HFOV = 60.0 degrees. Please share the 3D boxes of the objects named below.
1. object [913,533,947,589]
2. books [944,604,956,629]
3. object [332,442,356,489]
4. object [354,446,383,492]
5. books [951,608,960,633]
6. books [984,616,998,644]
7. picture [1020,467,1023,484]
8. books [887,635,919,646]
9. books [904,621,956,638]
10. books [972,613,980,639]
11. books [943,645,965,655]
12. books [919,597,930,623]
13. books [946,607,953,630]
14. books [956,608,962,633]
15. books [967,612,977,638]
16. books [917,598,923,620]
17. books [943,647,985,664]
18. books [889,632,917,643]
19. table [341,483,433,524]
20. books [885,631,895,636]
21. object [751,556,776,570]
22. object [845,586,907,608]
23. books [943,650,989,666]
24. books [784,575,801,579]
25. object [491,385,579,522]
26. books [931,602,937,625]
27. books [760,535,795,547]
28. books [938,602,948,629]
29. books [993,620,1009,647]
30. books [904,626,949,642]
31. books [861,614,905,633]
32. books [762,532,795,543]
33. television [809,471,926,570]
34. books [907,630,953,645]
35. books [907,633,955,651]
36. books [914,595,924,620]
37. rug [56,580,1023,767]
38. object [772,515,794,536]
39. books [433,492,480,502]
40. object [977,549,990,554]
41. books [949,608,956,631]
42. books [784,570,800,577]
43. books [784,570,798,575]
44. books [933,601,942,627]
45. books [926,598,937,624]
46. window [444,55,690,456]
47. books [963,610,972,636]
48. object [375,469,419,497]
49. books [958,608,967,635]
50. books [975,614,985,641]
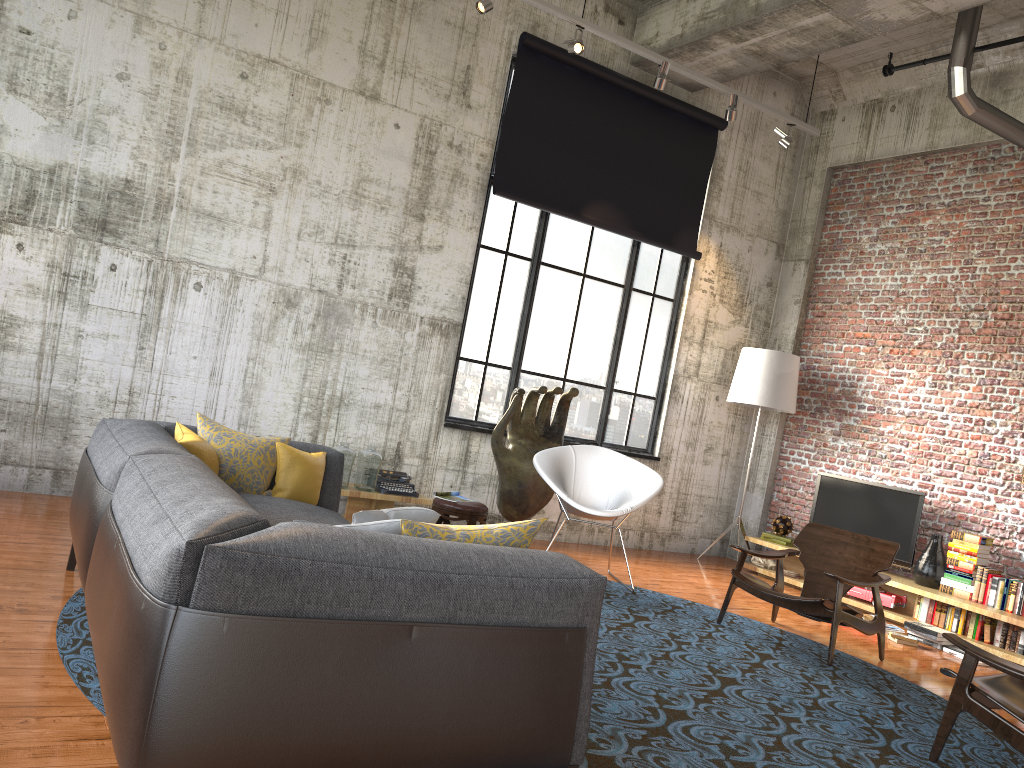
[{"bbox_3d":[3.643,1.529,7.676,0.268,0.456,0.268,11,0,0],"label":"object"},{"bbox_3d":[3.630,1.920,7.310,0.139,0.217,0.022,10,1,-31],"label":"books"},{"bbox_3d":[-1.348,0.638,6.980,0.163,0.361,0.162,10,1,-33],"label":"object"},{"bbox_3d":[-1.152,0.677,7.099,0.163,0.361,0.162,10,1,-28],"label":"object"},{"bbox_3d":[3.667,1.934,7.247,0.146,0.200,0.032,10,1,-31],"label":"books"},{"bbox_3d":[3.803,1.929,7.016,0.153,0.256,0.088,10,1,-31],"label":"books"},{"bbox_3d":[4.565,0.343,6.843,0.040,1.064,1.062,10,0,-31],"label":"picture"},{"bbox_3d":[3.003,1.969,6.808,0.182,0.030,0.128,11,-1,-9],"label":"books"},{"bbox_3d":[3.272,1.922,6.937,0.236,0.035,0.296,11,-1,-29],"label":"books"},{"bbox_3d":[3.758,1.938,7.088,0.159,0.220,0.030,10,1,-31],"label":"books"},{"bbox_3d":[3.455,2.022,6.654,0.251,0.014,0.310,11,-1,-24],"label":"books"},{"bbox_3d":[3.536,1.890,7.484,0.172,0.246,0.057,10,1,-31],"label":"books"},{"bbox_3d":[3.633,1.932,7.287,0.140,0.194,0.023,10,1,-31],"label":"books"},{"bbox_3d":[3.695,1.929,7.226,0.159,0.220,0.030,10,1,-31],"label":"books"},{"bbox_3d":[3.735,1.940,7.115,0.152,0.208,0.039,10,1,-31],"label":"books"},{"bbox_3d":[3.503,1.912,7.515,0.140,0.194,0.023,10,1,-31],"label":"books"},{"bbox_3d":[3.444,2.036,6.652,0.232,0.017,0.306,11,-1,-33],"label":"books"},{"bbox_3d":[3.005,1.943,6.811,0.188,0.022,0.134,10,-1,20],"label":"books"},{"bbox_3d":[-1.168,1.039,7.258,0.877,0.359,0.474,11,-1,-31],"label":"table"},{"bbox_3d":[3.012,1.984,7.020,0.189,0.012,0.133,11,-1,-33],"label":"books"},{"bbox_3d":[2.567,1.796,8.973,0.183,0.133,0.273,11,-1,-22],"label":"object"},{"bbox_3d":[3.190,1.870,7.923,0.244,0.174,0.598,11,-1,-39],"label":"object"},{"bbox_3d":[3.442,2.053,6.647,0.232,0.017,0.312,11,-1,-16],"label":"books"},{"bbox_3d":[2.719,1.879,8.711,0.210,0.020,0.163,10,-1,27],"label":"books"},{"bbox_3d":[0.121,0.610,7.847,0.729,1.297,0.455,10,1,-19],"label":"object"},{"bbox_3d":[3.572,1.923,7.406,0.140,0.194,0.023,10,1,-31],"label":"books"},{"bbox_3d":[2.714,1.591,8.969,0.244,0.037,0.301,11,-1,-38],"label":"books"},{"bbox_3d":[3.610,1.918,7.340,0.148,0.213,0.049,10,1,-31],"label":"books"},{"bbox_3d":[3.859,1.955,6.956,0.149,0.214,0.049,10,1,-31],"label":"books"},{"bbox_3d":[3.294,1.957,6.941,0.262,0.028,0.319,11,-1,-21],"label":"books"},{"bbox_3d":[2.974,1.950,7.310,0.300,0.049,0.422,11,-1,-16],"label":"books"},{"bbox_3d":[2.720,1.555,8.968,0.301,0.037,0.244,10,-1,39],"label":"books"},{"bbox_3d":[3.269,1.298,8.253,0.286,0.793,1.086,10,0,-44],"label":"television"},{"bbox_3d":[3.313,1.989,6.969,0.237,0.028,0.298,11,-1,-33],"label":"books"},{"bbox_3d":[3.319,2.025,6.964,0.237,0.040,0.319,11,-1,-29],"label":"books"},{"bbox_3d":[3.490,1.898,7.532,0.139,0.217,0.022,10,1,-31],"label":"books"},{"bbox_3d":[0.251,1.437,4.744,4.838,0.009,4.853,10,-1,16],"label":"rug"},{"bbox_3d":[2.744,1.437,8.983,0.217,0.208,0.214,11,0,-42],"label":"object"},{"bbox_3d":[-0.415,0.847,6.641,0.228,0.043,0.301,10,-1,33],"label":"books"},{"bbox_3d":[3.815,1.371,7.398,0.179,0.031,0.248,11,-1,-31],"label":"object"},{"bbox_3d":[3.646,1.934,7.268,0.140,0.194,0.023,10,1,-31],"label":"books"},{"bbox_3d":[2.722,1.859,8.702,0.166,0.021,0.211,10,-1,34],"label":"books"},{"bbox_3d":[2.728,1.843,8.690,0.113,0.016,0.114,11,-1,-7],"label":"books"},{"bbox_3d":[3.585,1.917,7.377,0.152,0.208,0.039,10,1,-31],"label":"books"},{"bbox_3d":[3.559,1.891,7.436,0.153,0.252,0.046,10,1,-31],"label":"books"},{"bbox_3d":[0.713,-1.098,8.636,2.586,3.436,0.050,10,1,-31],"label":"window"},{"bbox_3d":[3.730,1.932,7.165,0.157,0.225,0.052,10,1,-31],"label":"books"},{"bbox_3d":[-0.974,0.816,7.316,0.425,0.153,0.381,11,-1,-31],"label":"object"},{"bbox_3d":[3.693,1.928,7.190,0.159,0.220,0.030,10,1,-31],"label":"books"},{"bbox_3d":[3.765,1.939,7.058,0.159,0.220,0.030,10,1,-31],"label":"books"}]
